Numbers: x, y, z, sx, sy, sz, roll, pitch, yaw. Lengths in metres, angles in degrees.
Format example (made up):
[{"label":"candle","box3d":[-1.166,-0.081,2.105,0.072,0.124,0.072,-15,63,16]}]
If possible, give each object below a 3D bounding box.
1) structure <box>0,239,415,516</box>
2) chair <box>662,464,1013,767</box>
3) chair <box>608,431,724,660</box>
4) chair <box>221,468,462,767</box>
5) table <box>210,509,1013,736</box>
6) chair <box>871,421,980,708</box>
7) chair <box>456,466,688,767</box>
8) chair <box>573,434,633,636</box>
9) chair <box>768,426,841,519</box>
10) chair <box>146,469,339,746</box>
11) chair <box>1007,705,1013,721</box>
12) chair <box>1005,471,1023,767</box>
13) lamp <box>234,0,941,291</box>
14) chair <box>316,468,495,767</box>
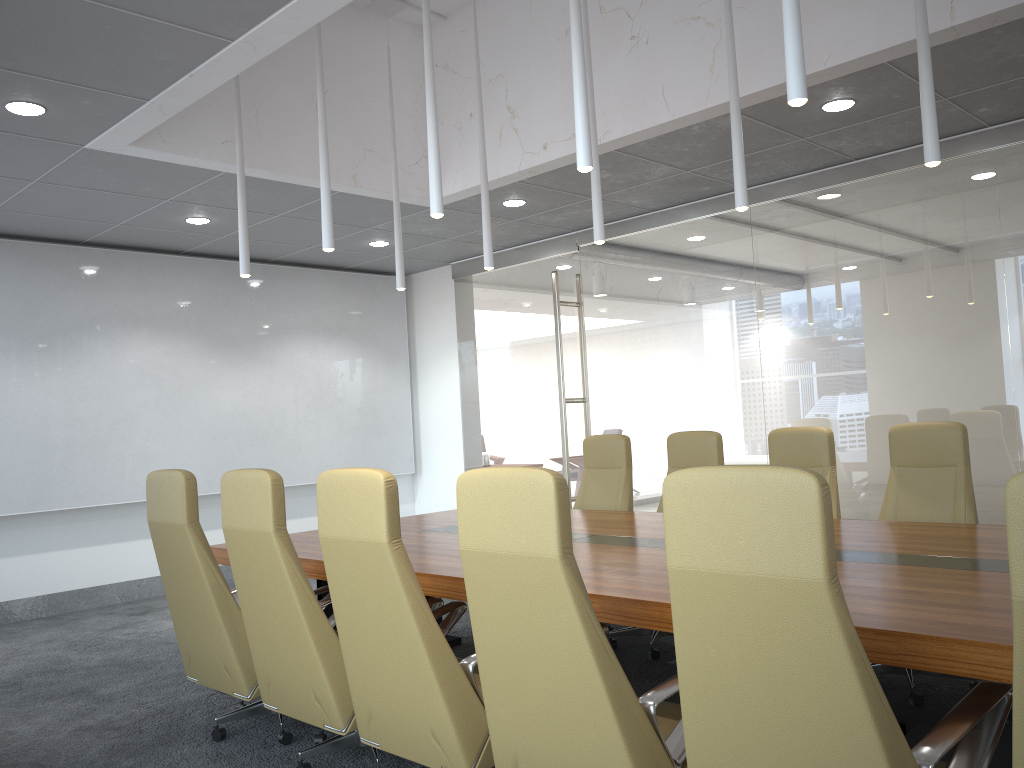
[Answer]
[{"label":"structure","box3d":[1.204,-0.563,4.044,13.989,2.466,6.600,-6,-3,45]},{"label":"chair","box3d":[0.905,0.896,2.459,0.711,1.406,0.955,-6,-3,45]},{"label":"chair","box3d":[1.032,1.041,5.997,0.711,1.406,0.955,-6,-3,45]},{"label":"chair","box3d":[-0.792,1.065,4.139,0.711,1.406,0.955,-6,-3,45]},{"label":"table","box3d":[1.268,1.194,3.927,6.500,0.895,2.300,-6,-3,45]},{"label":"chair","box3d":[2.169,0.927,4.871,0.711,1.406,0.955,-6,-3,45]},{"label":"chair","box3d":[0.335,0.953,3.023,0.711,1.406,0.955,-6,-3,45]},{"label":"chair","box3d":[0.465,1.097,6.558,0.711,1.406,0.955,-6,-3,45]},{"label":"chair","box3d":[1.605,0.983,5.429,0.711,1.406,0.955,-6,-3,45]},{"label":"chair","box3d":[-1.357,1.122,4.698,0.711,1.406,0.955,-6,-3,45]},{"label":"chair","box3d":[2.736,0.871,4.310,0.711,1.406,0.955,-6,-3,45]},{"label":"chair","box3d":[1.479,0.838,1.891,0.711,1.406,0.955,-6,-3,45]},{"label":"lamp","box3d":[1.076,-2.159,4.071,7.258,2.378,2.619,-6,-3,45]},{"label":"chair","box3d":[-0.242,1.010,3.595,0.711,1.406,0.955,-6,-3,45]}]
